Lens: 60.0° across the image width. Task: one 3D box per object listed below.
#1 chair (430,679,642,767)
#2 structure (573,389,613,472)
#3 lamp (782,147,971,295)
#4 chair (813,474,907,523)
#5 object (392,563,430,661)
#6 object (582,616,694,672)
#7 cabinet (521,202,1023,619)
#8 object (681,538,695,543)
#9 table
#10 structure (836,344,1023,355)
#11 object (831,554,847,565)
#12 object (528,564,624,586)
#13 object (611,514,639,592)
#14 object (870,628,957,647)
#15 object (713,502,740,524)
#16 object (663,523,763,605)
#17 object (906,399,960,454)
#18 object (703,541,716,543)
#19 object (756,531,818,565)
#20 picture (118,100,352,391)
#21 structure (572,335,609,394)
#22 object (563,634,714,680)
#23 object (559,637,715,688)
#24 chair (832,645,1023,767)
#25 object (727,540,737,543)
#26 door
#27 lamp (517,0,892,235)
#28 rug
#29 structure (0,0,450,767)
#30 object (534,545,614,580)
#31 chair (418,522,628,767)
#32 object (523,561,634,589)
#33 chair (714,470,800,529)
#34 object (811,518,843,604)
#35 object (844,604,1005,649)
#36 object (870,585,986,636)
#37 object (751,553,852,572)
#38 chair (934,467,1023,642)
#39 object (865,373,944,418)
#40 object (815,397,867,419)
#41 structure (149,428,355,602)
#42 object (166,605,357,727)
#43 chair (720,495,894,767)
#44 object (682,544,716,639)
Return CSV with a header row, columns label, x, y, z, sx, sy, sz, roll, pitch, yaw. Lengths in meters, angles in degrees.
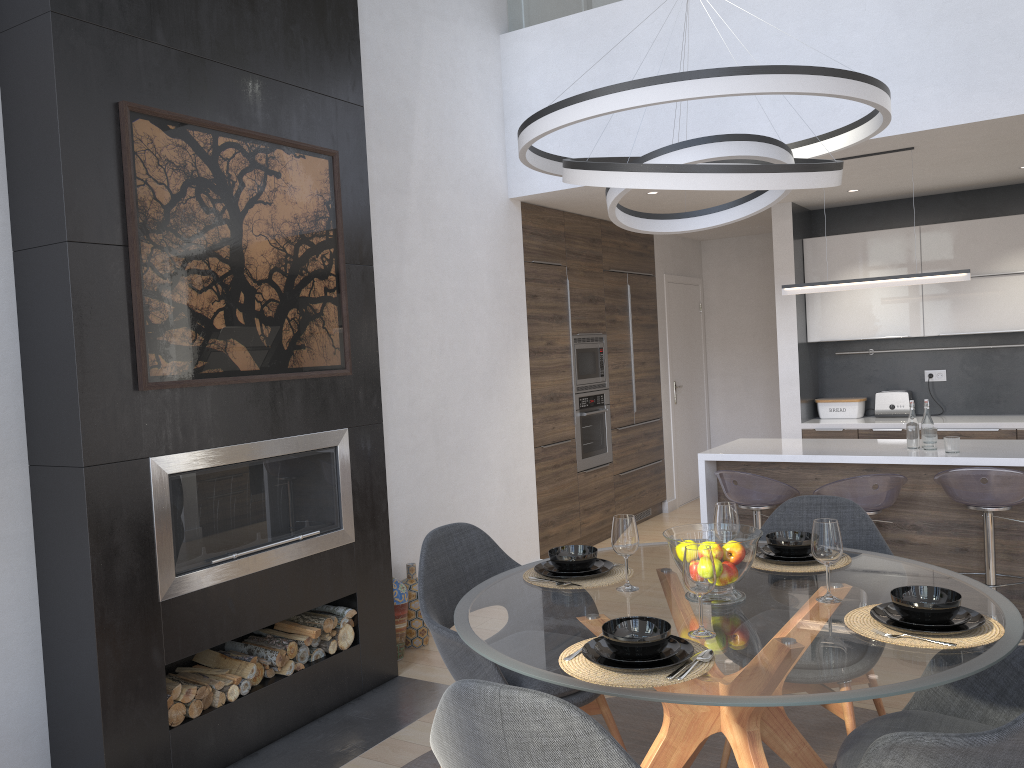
label,x,y,z,sx,sy,sz,roll,pitch,yaw
chair,0.167,0.978,1.888,0.655,0.891,0.619,-2,2,34
structure,0.443,0.350,6.823,0.495,0.570,0.595,-2,2,32
lamp,2.011,-0.918,4.998,0.998,0.756,0.020,-2,2,32
chair,1.848,0.838,4.688,0.475,0.787,0.434,-3,2,-5
object,-0.572,1.123,4.541,0.219,0.501,0.442,-2,2,28
object,0.290,0.599,2.059,0.258,0.074,0.258,-5,3,-38
cabinet,2.632,-0.095,5.604,4.694,2.501,2.402,-2,2,32
object,0.507,0.483,2.564,0.070,0.071,0.068,-3,2,4
table,0.606,0.987,2.527,1.499,0.764,1.499,-2,2,21
structure,3.836,-0.283,6.223,3.000,0.045,0.050,-2,2,32
object,0.917,0.564,2.916,0.309,0.015,0.206,-2,3,37
object,0.212,0.605,2.858,0.206,0.015,0.309,-1,3,42
object,0.340,0.504,2.651,0.083,0.220,0.083,-3,2,-7
object,1.018,0.584,2.201,0.206,0.015,0.309,-2,3,37
object,0.671,0.482,2.766,0.083,0.220,0.083,-4,2,-30
object,0.574,0.514,2.521,0.278,0.184,0.278,-1,3,41
object,2.252,0.224,4.751,0.148,0.267,0.323,-3,2,-3
object,0.564,0.480,2.524,0.070,0.062,0.069,-4,2,-18
object,0.916,0.534,2.906,0.258,0.074,0.258,-3,2,12
picture,-1.028,-0.502,3.489,0.026,0.990,1.056,-2,2,32
structure,0.400,-0.148,6.815,0.459,0.430,0.595,-2,2,32
object,0.301,0.629,2.067,0.309,0.015,0.206,-2,3,37
object,0.289,0.638,2.064,0.360,0.002,0.360,-4,2,-16
chair,1.094,0.918,2.148,0.619,0.891,0.655,-2,3,39
object,0.634,0.487,2.549,0.077,0.073,0.078,-3,2,-8
door,1.682,0.048,8.418,0.085,2.136,0.974,-2,2,32
lamp,0.405,-2.706,2.406,1.000,4.513,1.000,-2,2,34
rug,0.633,1.373,2.550,2.499,0.010,2.499,-3,2,5
structure,-1.074,-1.740,3.431,0.722,6.351,1.500,-2,2,32
object,0.199,0.575,2.871,0.258,0.074,0.258,-5,3,-38
chair,0.019,0.946,3.027,0.619,0.891,0.655,-2,3,39
object,0.214,0.613,2.869,0.360,0.002,0.360,-3,2,7
chair,1.390,0.852,4.996,0.434,0.787,0.475,-5,3,-40
object,0.864,0.483,2.430,0.083,0.220,0.083,-3,2,4
object,1.013,0.593,2.193,0.360,0.002,0.360,-4,2,-16
object,1.020,0.555,2.185,0.258,0.074,0.258,-3,2,12
object,0.923,0.572,2.913,0.360,0.002,0.360,-3,2,7
chair,2.353,0.796,4.370,0.475,0.838,0.434,-2,2,30
object,2.951,0.090,6.717,0.562,0.319,0.191,-2,2,32
object,2.567,0.188,6.918,0.380,0.148,0.263,-2,2,32
structure,-1.099,0.414,3.598,0.295,0.651,1.010,-2,2,32
object,-1.100,1.117,3.646,0.363,0.195,1.005,-2,2,31
chair,1.045,0.885,3.137,0.655,0.891,0.619,-2,2,34
object,0.466,0.513,2.202,0.083,0.220,0.083,-3,2,-7
